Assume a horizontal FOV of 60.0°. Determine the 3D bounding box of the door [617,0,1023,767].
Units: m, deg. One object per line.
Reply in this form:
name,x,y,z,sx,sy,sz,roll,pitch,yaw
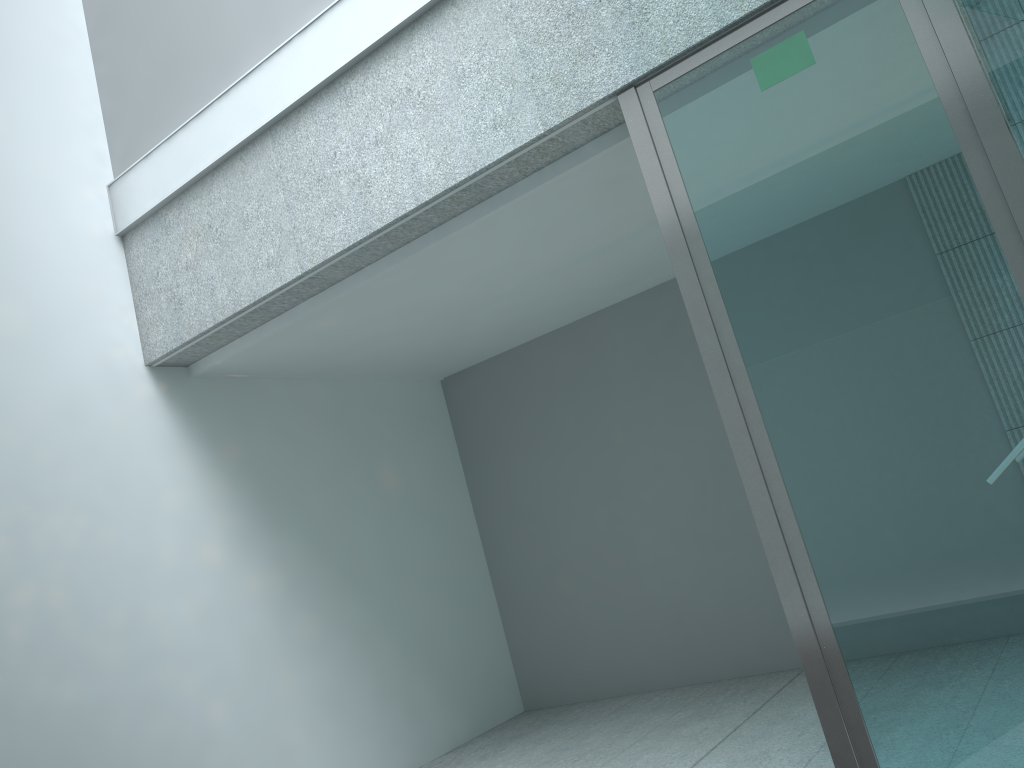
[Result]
door,0.901,-0.027,2.143,0.860,2.079,0.076,-23,-15,32
